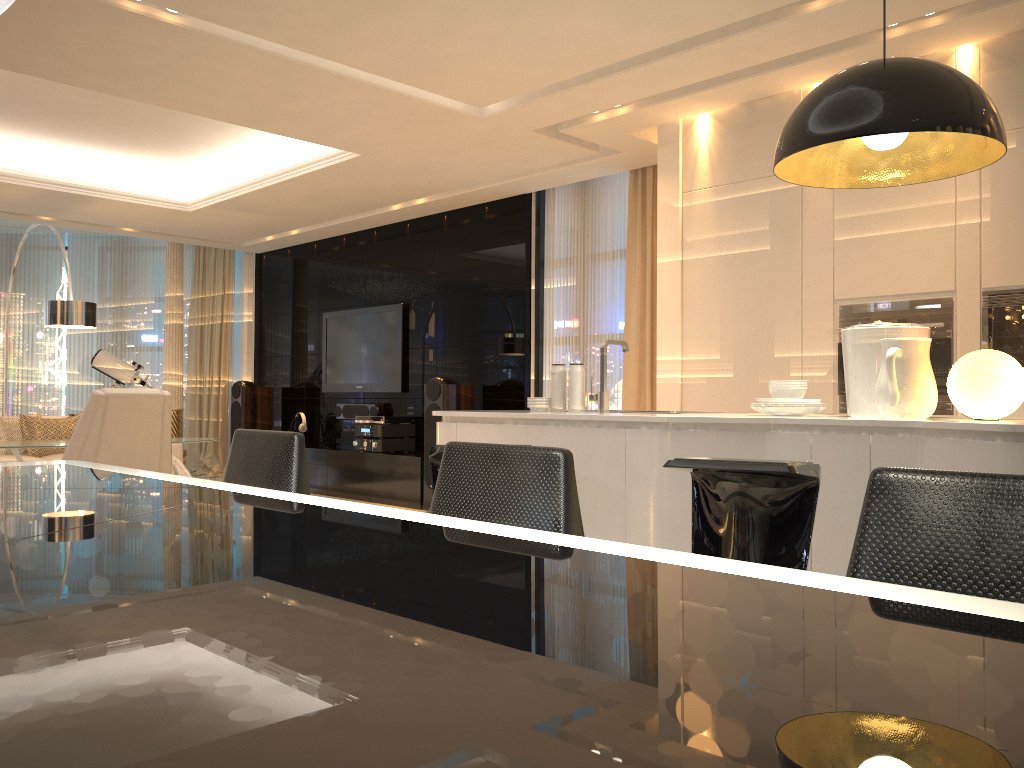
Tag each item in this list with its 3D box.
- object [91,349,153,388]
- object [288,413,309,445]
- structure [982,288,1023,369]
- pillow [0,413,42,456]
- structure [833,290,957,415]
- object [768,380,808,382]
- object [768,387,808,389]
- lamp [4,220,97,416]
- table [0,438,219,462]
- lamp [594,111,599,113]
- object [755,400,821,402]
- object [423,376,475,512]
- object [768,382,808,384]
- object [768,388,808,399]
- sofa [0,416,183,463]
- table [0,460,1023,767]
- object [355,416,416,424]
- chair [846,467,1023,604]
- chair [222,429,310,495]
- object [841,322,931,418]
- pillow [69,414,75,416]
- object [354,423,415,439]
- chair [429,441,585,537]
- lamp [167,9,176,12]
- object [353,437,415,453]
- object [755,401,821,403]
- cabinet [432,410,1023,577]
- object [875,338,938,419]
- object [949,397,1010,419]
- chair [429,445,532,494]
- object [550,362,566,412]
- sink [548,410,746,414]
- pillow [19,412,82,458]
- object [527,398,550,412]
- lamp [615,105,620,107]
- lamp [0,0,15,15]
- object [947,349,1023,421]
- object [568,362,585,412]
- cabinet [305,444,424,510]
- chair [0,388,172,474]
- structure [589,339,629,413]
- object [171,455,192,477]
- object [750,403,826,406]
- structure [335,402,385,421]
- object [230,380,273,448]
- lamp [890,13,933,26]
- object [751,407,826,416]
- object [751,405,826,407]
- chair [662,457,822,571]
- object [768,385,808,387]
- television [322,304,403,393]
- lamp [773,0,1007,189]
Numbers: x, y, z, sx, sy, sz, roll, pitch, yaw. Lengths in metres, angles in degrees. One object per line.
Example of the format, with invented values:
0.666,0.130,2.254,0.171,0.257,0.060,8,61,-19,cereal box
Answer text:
-4.352,0.346,9.874,0.616,1.471,0.570,1,-1,-38,object
-2.220,0.472,9.292,0.197,0.343,0.197,0,-1,10,object
2.583,-0.207,4.060,0.446,0.450,0.659,1,-1,-45,structure
-4.465,0.466,7.948,0.288,0.429,0.587,0,-1,20,pillow
2.068,-0.142,4.599,0.595,0.597,0.609,1,-1,-45,structure
1.000,0.014,3.214,0.138,0.051,0.138,0,-1,3,object
1.000,0.037,3.213,0.138,0.051,0.138,0,-1,3,object
-4.225,-0.212,7.916,0.393,2.519,2.009,1,-1,-45,lamp
-3.348,0.738,7.008,0.999,0.565,2.140,-1,-1,45,table
0.488,-1.690,5.305,0.107,0.127,0.107,0,-1,34,lamp
1.000,0.067,3.214,0.229,0.016,0.229,1,-1,-15,object
-0.489,0.501,7.426,0.468,1.127,0.285,1,-1,-45,object
1.000,0.020,3.214,0.138,0.051,0.138,0,-1,3,object
1.000,0.043,3.213,0.138,0.051,0.138,0,-1,3,object
-4.310,0.672,7.979,2.328,0.754,1.145,1,-1,-45,sofa
-0.650,0.574,1.006,1.293,0.759,3.031,1,-1,-45,table
-1.179,0.334,8.236,0.371,0.070,0.441,1,-1,-45,object
0.417,0.530,0.873,0.496,0.858,0.523,1,-1,-45,chair
-0.788,0.543,2.096,0.496,0.858,0.523,1,-1,-45,chair
1.301,-0.048,3.093,0.288,0.330,0.288,1,-1,-27,object
-3.882,0.472,8.384,0.575,0.436,0.301,1,-1,-13,pillow
-1.197,0.434,8.221,0.407,0.130,0.446,1,-1,-45,object
-0.179,0.537,1.479,0.496,0.858,0.523,1,-1,-45,chair
-1.503,-1.726,3.949,0.107,0.127,0.107,0,-1,27,lamp
-1.202,0.564,8.215,0.419,0.130,0.446,1,-1,-45,object
1.000,0.072,3.214,0.229,0.016,0.229,1,-1,-15,object
1.247,0.557,2.978,1.046,0.887,3.752,1,-1,-45,cabinet
1.256,-0.016,2.816,0.183,0.254,0.211,0,-1,7,object
1.528,0.027,2.864,0.211,0.174,0.211,0,-1,3,object
-0.106,0.598,3.065,0.380,0.789,0.380,1,-1,-12,chair
0.205,0.013,3.922,0.071,0.219,0.071,0,-1,36,object
0.585,0.197,3.939,0.485,0.152,0.738,1,-1,-45,sink
-4.186,0.465,8.120,0.575,0.436,0.301,1,-1,-38,pillow
0.123,0.092,3.959,0.111,0.062,0.111,1,-1,-23,object
0.603,-1.691,5.189,0.107,0.127,0.107,0,-1,34,lamp
-0.663,-1.060,0.976,0.408,1.226,1.827,1,-1,-45,lamp
1.426,0.003,2.665,0.213,0.214,0.212,0,-1,6,object
0.280,0.012,3.846,0.071,0.219,0.071,0,-1,22,object
-1.623,0.856,8.656,0.416,0.444,2.842,1,-1,-45,cabinet
-2.539,0.523,5.522,0.983,0.991,1.027,-1,-1,45,chair
0.419,-0.033,3.815,0.177,0.310,0.089,1,-1,-45,structure
-2.431,0.724,5.702,1.347,0.580,0.972,1,-1,-7,object
0.999,0.087,3.213,0.264,0.033,0.264,0,-1,15,object
-1.514,0.275,8.791,0.107,0.179,0.745,1,-1,-45,structure
-2.857,0.526,9.829,0.468,1.127,0.285,1,-1,-45,object
1.786,-1.704,3.988,0.107,0.127,0.270,1,-1,-45,lamp
0.999,0.100,3.212,0.264,0.033,0.264,0,-1,15,object
0.999,0.093,3.213,0.264,0.033,0.264,0,-1,15,object
0.626,0.591,2.378,0.380,0.789,0.380,0,-1,28,chair
1.000,0.031,3.214,0.138,0.051,0.138,0,-1,3,object
-1.495,-0.333,8.834,0.055,0.839,1.358,1,-1,-45,television
1.237,-1.179,2.945,0.710,0.898,0.710,1,-1,-34,lamp
